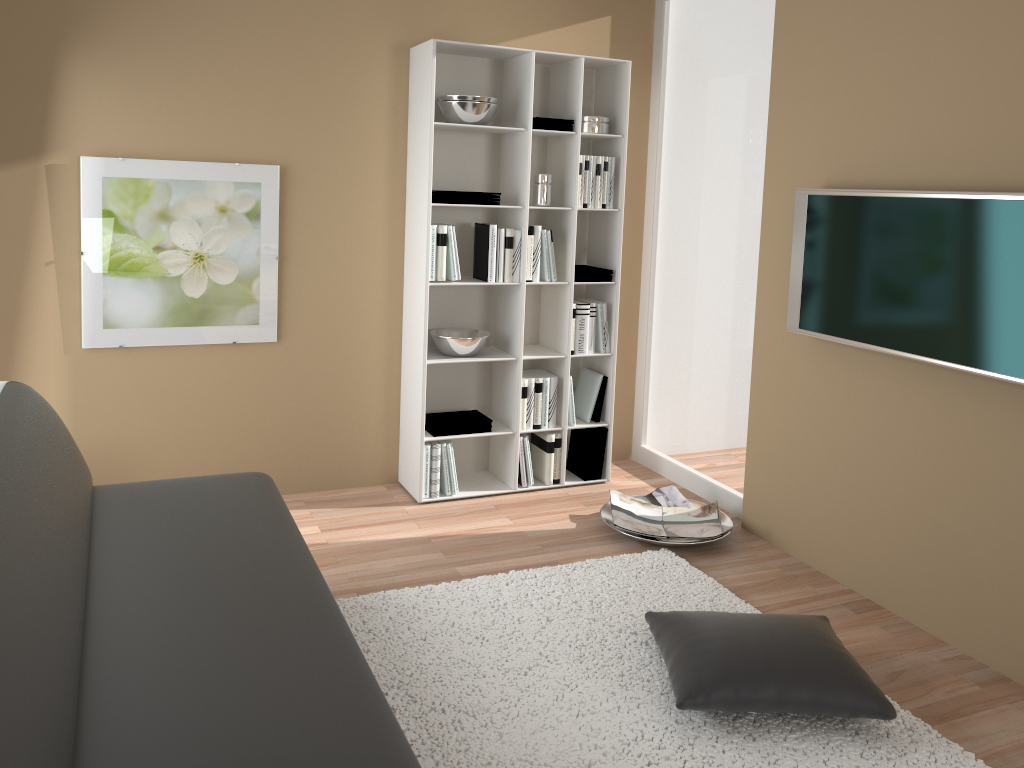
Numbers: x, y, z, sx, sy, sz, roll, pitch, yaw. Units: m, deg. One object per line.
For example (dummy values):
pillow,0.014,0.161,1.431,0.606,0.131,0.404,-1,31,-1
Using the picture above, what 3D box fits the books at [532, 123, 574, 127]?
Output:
books,0.136,-1.279,4.367,0.211,0.006,0.302,-5,14,-29

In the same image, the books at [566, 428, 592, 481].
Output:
books,0.349,0.345,4.599,0.032,0.265,0.214,0,9,-24

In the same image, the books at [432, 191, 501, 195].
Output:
books,-0.230,-0.914,4.215,0.297,0.007,0.214,-3,14,-24

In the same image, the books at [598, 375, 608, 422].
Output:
books,0.429,0.059,4.636,0.043,0.235,0.214,0,9,-24

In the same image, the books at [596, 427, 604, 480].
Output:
books,0.415,0.339,4.626,0.032,0.269,0.220,0,9,-24

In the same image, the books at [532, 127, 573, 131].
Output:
books,0.134,-1.258,4.370,0.211,0.006,0.302,-5,14,-29

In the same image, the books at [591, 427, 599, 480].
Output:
books,0.384,0.340,4.614,0.032,0.270,0.222,0,9,-24

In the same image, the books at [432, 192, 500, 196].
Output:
books,-0.234,-0.910,4.218,0.297,0.007,0.214,-3,14,-24

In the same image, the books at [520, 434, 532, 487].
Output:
books,0.040,0.365,4.453,0.058,0.254,0.211,0,9,-24

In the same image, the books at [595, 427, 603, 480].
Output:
books,0.407,0.339,4.628,0.032,0.267,0.217,0,9,-24

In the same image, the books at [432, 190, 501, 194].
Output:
books,-0.229,-0.920,4.216,0.297,0.006,0.214,-3,14,-24

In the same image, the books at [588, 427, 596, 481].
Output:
books,0.369,0.342,4.606,0.032,0.269,0.220,0,9,-24

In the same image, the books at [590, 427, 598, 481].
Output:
books,0.378,0.343,4.612,0.032,0.265,0.214,0,9,-24

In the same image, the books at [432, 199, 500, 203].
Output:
books,-0.235,-0.877,4.218,0.297,0.006,0.214,-3,14,-24

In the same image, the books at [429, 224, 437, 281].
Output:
books,-0.406,-0.626,4.152,0.040,0.255,0.211,0,9,-24

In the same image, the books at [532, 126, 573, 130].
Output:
books,0.135,-1.264,4.369,0.211,0.006,0.302,-5,14,-29

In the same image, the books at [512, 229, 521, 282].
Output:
books,-0.016,-0.637,4.333,0.040,0.248,0.211,0,9,-24

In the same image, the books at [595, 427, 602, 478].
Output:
books,0.402,0.339,4.626,0.032,0.267,0.217,0,9,-24

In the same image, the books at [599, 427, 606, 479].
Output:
books,0.424,0.341,4.632,0.032,0.265,0.214,0,9,-24

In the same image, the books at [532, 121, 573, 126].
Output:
books,0.134,-1.286,4.367,0.210,0.006,0.302,-4,14,-27

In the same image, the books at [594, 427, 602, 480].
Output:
books,0.399,0.342,4.620,0.032,0.266,0.215,0,9,-24

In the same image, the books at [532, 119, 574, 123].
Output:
books,0.139,-1.296,4.367,0.211,0.007,0.302,-5,14,-29

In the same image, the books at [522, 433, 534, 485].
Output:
books,0.049,0.359,4.475,0.058,0.254,0.211,0,9,-24

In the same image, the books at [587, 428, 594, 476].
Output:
books,0.357,0.341,4.606,0.032,0.267,0.217,0,9,-24

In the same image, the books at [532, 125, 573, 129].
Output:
books,0.134,-1.270,4.371,0.211,0.006,0.302,-5,14,-30

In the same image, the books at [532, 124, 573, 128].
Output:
books,0.136,-1.274,4.367,0.211,0.006,0.302,-5,14,-29

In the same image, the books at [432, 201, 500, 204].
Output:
books,-0.235,-0.871,4.219,0.297,0.006,0.214,-3,14,-24

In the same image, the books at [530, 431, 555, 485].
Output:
books,0.155,0.358,4.503,0.040,0.255,0.211,0,9,-24

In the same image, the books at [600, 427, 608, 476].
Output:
books,0.429,0.338,4.634,0.032,0.270,0.222,0,9,-24

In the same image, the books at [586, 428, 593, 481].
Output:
books,0.354,0.345,4.599,0.032,0.266,0.215,0,9,-24

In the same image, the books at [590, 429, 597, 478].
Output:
books,0.374,0.343,4.610,0.032,0.265,0.214,0,9,-24

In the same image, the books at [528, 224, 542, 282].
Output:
books,0.084,-0.656,4.387,0.040,0.272,0.211,0,8,-24

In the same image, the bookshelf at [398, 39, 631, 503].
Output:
bookshelf,0.009,-0.556,4.397,1.040,2.114,0.337,-1,6,-24

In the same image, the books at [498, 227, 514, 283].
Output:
books,-0.052,-0.636,4.309,0.040,0.255,0.211,0,9,-24

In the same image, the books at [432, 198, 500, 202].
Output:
books,-0.237,-0.882,4.217,0.298,0.006,0.214,-4,14,-26

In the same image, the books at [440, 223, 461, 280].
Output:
books,-0.300,-0.634,4.208,0.058,0.254,0.211,0,9,-24

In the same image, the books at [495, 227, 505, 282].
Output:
books,-0.092,-0.635,4.297,0.040,0.255,0.211,0,9,-24

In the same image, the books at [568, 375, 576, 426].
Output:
books,0.263,0.067,4.528,0.060,0.256,0.211,0,9,-24

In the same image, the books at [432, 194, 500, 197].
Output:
books,-0.235,-0.905,4.219,0.297,0.007,0.214,-3,14,-24

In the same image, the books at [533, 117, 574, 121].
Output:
books,0.138,-1.306,4.362,0.211,0.006,0.302,-5,14,-29

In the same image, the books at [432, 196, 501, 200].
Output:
books,-0.233,-0.893,4.217,0.297,0.006,0.214,-3,14,-24

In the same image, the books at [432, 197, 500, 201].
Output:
books,-0.233,-0.888,4.218,0.297,0.006,0.214,-3,14,-24

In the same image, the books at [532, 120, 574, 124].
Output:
books,0.139,-1.291,4.368,0.211,0.007,0.302,-5,14,-29

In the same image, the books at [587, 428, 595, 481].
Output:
books,0.362,0.341,4.608,0.032,0.267,0.217,0,9,-24

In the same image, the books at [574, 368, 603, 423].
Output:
books,0.390,0.056,4.621,0.085,0.242,0.211,-1,9,-24

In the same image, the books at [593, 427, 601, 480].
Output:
books,0.394,0.342,4.619,0.032,0.265,0.214,0,9,-24

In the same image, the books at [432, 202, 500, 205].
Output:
books,-0.236,-0.866,4.218,0.297,0.007,0.214,-3,14,-24

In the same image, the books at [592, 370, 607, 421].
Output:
books,0.422,0.057,4.633,0.043,0.239,0.222,0,9,-24

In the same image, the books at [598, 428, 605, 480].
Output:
books,0.419,0.341,4.630,0.032,0.265,0.214,0,9,-24

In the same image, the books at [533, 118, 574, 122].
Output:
books,0.137,-1.301,4.362,0.211,0.007,0.302,-5,14,-29

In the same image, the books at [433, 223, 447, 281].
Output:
books,-0.361,-0.627,4.166,0.040,0.255,0.211,0,9,-24

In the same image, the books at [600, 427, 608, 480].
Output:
books,0.434,0.340,4.637,0.032,0.265,0.214,0,9,-24

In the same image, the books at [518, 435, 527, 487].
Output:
books,0.014,0.364,4.446,0.060,0.256,0.211,0,9,-24

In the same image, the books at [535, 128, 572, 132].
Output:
books,0.133,-1.253,4.371,0.211,0.007,0.302,-5,14,-29

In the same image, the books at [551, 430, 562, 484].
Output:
books,0.190,0.355,4.523,0.040,0.255,0.211,0,9,-24

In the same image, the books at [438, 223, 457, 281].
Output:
books,-0.317,-0.630,4.188,0.060,0.256,0.211,0,9,-24

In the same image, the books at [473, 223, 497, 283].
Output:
books,-0.130,-0.641,4.279,0.040,0.272,0.211,0,8,-24

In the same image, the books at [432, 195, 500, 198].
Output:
books,-0.233,-0.898,4.215,0.297,0.006,0.214,-3,13,-23

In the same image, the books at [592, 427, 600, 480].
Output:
books,0.389,0.342,4.616,0.032,0.265,0.214,0,9,-24

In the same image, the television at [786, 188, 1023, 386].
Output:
television,1.386,-0.373,3.018,0.054,0.570,1.194,0,11,-24
